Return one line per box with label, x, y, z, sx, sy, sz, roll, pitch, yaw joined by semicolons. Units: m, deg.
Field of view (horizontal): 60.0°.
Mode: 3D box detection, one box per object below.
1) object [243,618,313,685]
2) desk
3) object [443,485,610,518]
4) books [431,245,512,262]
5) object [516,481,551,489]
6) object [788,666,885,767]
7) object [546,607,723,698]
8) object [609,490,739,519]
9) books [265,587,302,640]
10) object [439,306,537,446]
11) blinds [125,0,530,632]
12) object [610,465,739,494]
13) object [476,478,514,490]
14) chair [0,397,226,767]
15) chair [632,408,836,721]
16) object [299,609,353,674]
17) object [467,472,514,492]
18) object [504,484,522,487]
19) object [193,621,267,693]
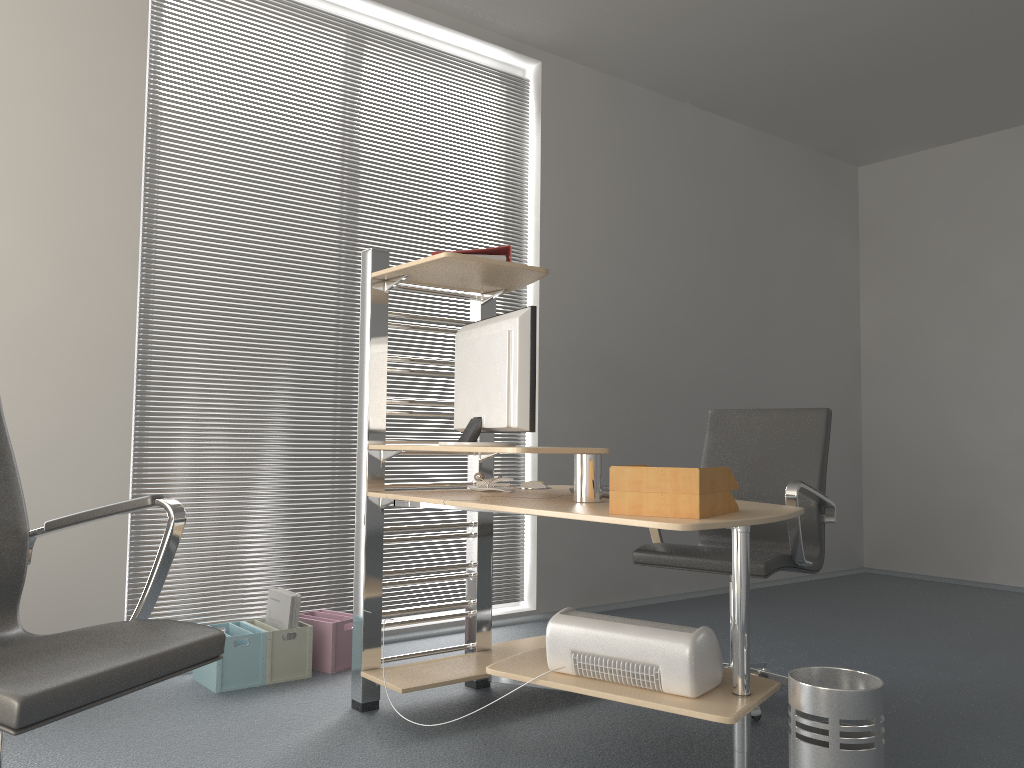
object;-0.910;1.028;3.426;0.185;0.202;0.245;4;-5;-38
desk;0.292;0.307;2.771;0.967;1.566;1.469;4;-5;-38
object;0.167;0.365;2.736;0.814;0.082;0.478;3;-4;-31
books;-0.147;-0.411;3.041;0.262;0.072;0.320;1;-4;-6
object;0.082;0.377;3.325;0.132;0.026;0.132;4;-5;-38
object;0.746;0.867;2.040;0.208;0.377;0.208;0;-4;5
object;0.364;0.704;2.415;0.438;0.162;0.351;-2;-5;36
object;0.412;0.292;2.223;0.225;0.060;0.309;-2;-4;31
books;-0.897;0.959;3.439;0.068;0.306;0.220;4;-5;-38
object;-0.110;-0.012;2.836;0.245;0.418;0.516;2;-4;-16
blinds;-0.692;-0.312;4.068;1.950;2.770;0.022;4;-5;-38
object;0.412;0.236;2.227;0.225;0.060;0.309;-2;-4;31
object;-0.061;0.359;3.191;0.134;0.042;0.022;0;-4;4
chair;-0.930;0.473;1.574;0.652;1.048;0.584;-1;-4;17
chair;0.811;0.601;3.201;0.584;1.048;0.652;-2;-5;38
object;-0.750;1.041;3.586;0.245;0.202;0.185;-2;-5;34
object;-0.074;0.341;3.087;0.159;0.064;0.054;-1;-4;19
object;0.028;0.389;3.388;0.158;0.011;0.011;4;-5;-41
object;-1.055;1.019;3.312;0.185;0.202;0.245;4;-5;-38
